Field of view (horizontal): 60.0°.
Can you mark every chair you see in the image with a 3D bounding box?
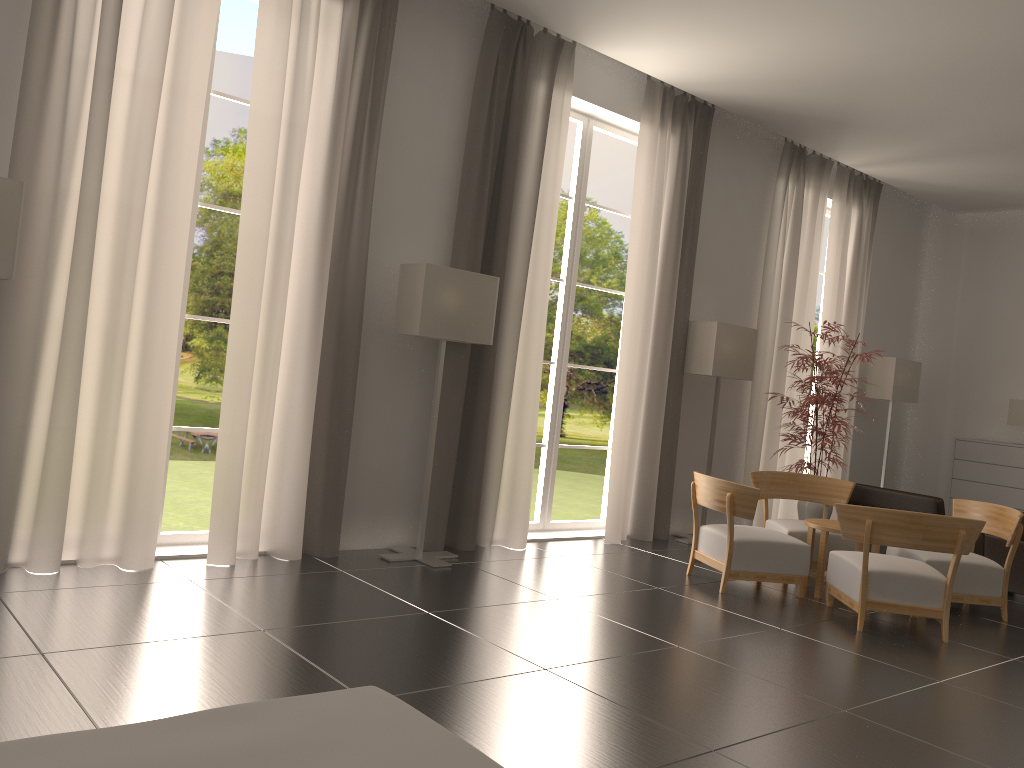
[{"bbox_3d":[2.666,1.697,10.172,1.150,1.227,1.452,6,0,-15],"label":"chair"},{"bbox_3d":[3.891,1.841,9.039,1.452,1.227,1.150,6,0,5],"label":"chair"},{"bbox_3d":[5.098,1.964,10.236,1.151,1.227,1.452,6,0,0],"label":"chair"},{"bbox_3d":[3.798,1.811,11.380,1.451,1.227,1.151,6,0,-5],"label":"chair"},{"bbox_3d":[5.787,2.084,12.983,1.498,1.076,1.539,6,0,-40],"label":"chair"},{"bbox_3d":[6.929,2.221,11.613,1.498,1.076,1.539,6,0,-40],"label":"chair"}]

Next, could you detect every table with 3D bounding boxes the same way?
[{"bbox_3d":[3.785,2.032,10.218,0.869,0.803,0.870,6,0,-17],"label":"table"}]

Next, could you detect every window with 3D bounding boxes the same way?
[{"bbox_3d":[4.740,-0.427,15.610,2.640,5.751,0.110,7,-1,-40],"label":"window"},{"bbox_3d":[0.716,-0.842,12.215,2.640,5.751,0.110,7,-1,-40],"label":"window"},{"bbox_3d":[-3.309,-1.256,8.821,2.640,5.751,0.110,7,-1,-40],"label":"window"},{"bbox_3d":[15.475,-1.795,9.924,48.571,20.585,99.218,6,0,-40],"label":"window"}]

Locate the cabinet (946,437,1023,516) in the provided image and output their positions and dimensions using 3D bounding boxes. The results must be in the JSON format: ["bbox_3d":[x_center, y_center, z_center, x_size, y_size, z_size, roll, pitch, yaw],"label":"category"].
[{"bbox_3d":[9.287,2.056,15.216,1.039,1.876,3.083,7,0,-40],"label":"cabinet"}]

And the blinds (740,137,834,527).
[{"bbox_3d":[4.510,-0.756,14.596,1.548,6.433,0.415,7,-1,-36],"label":"blinds"}]

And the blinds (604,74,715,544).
[{"bbox_3d":[2.049,-1.009,12.518,1.548,6.433,0.418,7,-1,-44],"label":"blinds"}]

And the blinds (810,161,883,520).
[{"bbox_3d":[5.800,-0.623,15.682,1.548,6.433,0.418,7,-1,-44],"label":"blinds"}]

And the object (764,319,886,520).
[{"bbox_3d":[4.359,0.774,12.821,1.491,3.398,1.769,6,0,35],"label":"object"}]

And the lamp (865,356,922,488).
[{"bbox_3d":[6.896,1.128,16.304,0.999,3.179,0.909,7,-1,-40],"label":"lamp"}]

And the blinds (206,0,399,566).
[{"bbox_3d":[-2.093,-1.435,9.024,1.548,6.433,0.418,7,-1,-44],"label":"blinds"}]

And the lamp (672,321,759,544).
[{"bbox_3d":[2.938,0.720,12.966,0.999,3.179,0.909,7,-1,-40],"label":"lamp"}]

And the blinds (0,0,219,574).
[{"bbox_3d":[-3.564,-1.587,7.786,1.548,6.433,0.415,7,-1,-36],"label":"blinds"}]

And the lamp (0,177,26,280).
[{"bbox_3d":[-4.475,-0.043,6.714,0.999,3.179,0.909,7,-1,-40],"label":"lamp"}]

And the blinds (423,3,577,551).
[{"bbox_3d":[-0.109,-1.231,10.700,1.548,6.433,0.415,7,-1,-36],"label":"blinds"}]

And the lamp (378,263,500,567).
[{"bbox_3d":[-0.851,0.330,9.770,0.999,3.179,0.909,7,-1,-40],"label":"lamp"}]

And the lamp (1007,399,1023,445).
[{"bbox_3d":[9.207,0.698,15.784,0.309,0.796,0.619,7,0,-40],"label":"lamp"}]
